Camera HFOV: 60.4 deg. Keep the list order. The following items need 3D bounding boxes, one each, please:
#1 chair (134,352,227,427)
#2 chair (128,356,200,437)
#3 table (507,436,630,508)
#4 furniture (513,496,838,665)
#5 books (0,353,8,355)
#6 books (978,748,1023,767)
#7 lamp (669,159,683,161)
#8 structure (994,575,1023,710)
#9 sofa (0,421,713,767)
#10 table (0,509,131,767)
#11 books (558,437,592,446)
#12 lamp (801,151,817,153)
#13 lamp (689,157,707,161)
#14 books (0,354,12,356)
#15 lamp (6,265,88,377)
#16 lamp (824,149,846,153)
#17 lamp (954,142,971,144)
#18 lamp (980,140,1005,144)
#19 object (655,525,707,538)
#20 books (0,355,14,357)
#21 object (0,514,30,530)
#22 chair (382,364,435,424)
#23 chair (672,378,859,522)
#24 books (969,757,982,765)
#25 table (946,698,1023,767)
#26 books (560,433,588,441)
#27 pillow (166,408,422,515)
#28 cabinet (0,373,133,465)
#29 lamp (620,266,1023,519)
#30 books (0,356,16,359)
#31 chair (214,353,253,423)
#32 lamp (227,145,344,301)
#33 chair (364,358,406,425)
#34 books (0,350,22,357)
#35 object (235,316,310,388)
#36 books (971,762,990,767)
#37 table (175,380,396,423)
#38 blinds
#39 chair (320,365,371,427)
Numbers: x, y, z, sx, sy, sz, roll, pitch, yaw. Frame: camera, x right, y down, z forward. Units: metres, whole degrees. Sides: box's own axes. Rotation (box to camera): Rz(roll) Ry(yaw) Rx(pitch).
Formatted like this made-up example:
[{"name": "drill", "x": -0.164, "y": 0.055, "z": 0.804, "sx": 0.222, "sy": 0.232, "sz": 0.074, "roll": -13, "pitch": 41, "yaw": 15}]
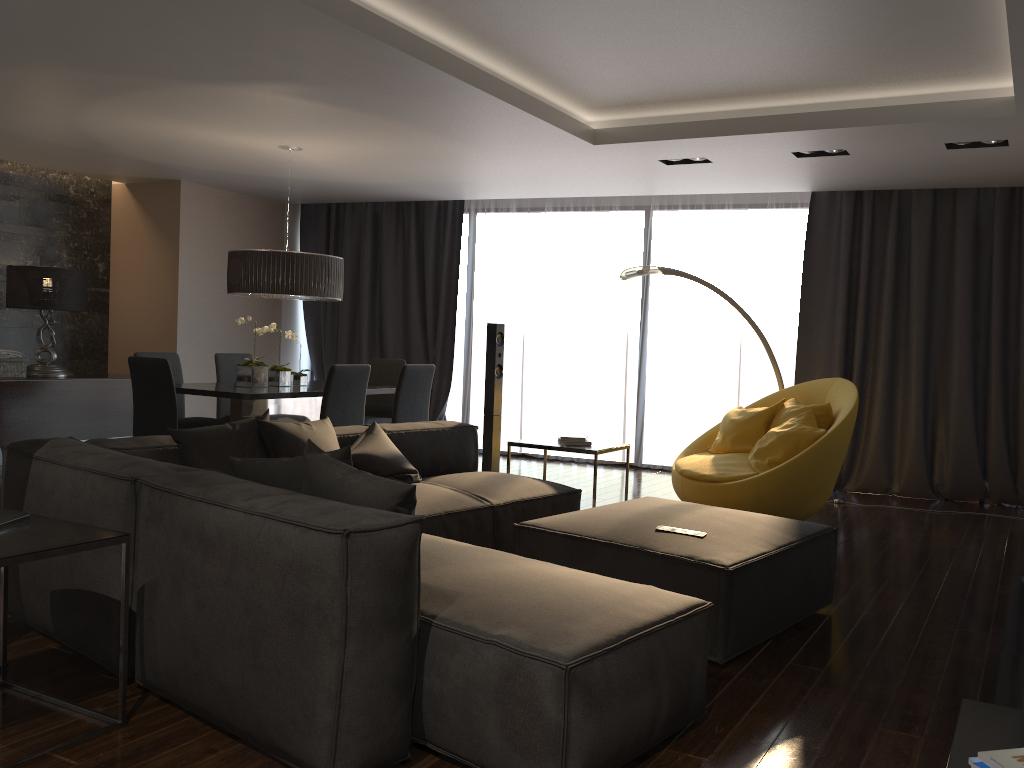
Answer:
[{"name": "chair", "x": -2.450, "y": 0.260, "z": 6.481, "sx": 0.547, "sy": 0.964, "sz": 0.447, "roll": 3, "pitch": 2, "yaw": 29}, {"name": "chair", "x": -2.151, "y": 0.309, "z": 5.757, "sx": 0.409, "sy": 0.964, "sz": 0.598, "roll": 3, "pitch": 2, "yaw": 30}, {"name": "table", "x": 0.338, "y": 0.636, "z": 5.325, "sx": 0.574, "sy": 0.562, "sz": 0.471, "roll": 4, "pitch": 3, "yaw": 29}, {"name": "furniture", "x": 0.739, "y": 0.780, "z": 3.893, "sx": 1.037, "sy": 0.439, "sz": 1.156, "roll": 5, "pitch": 3, "yaw": 39}, {"name": "books", "x": -4.297, "y": -0.256, "z": 7.237, "sx": 0.262, "sy": 0.011, "sz": 0.307, "roll": 1, "pitch": 3, "yaw": -19}, {"name": "books", "x": 0.855, "y": 0.551, "z": 1.199, "sx": 0.327, "sy": 0.011, "sz": 0.247, "roll": 2, "pitch": 3, "yaw": -12}, {"name": "lamp", "x": 1.170, "y": -1.646, "z": 6.345, "sx": 0.170, "sy": 0.077, "sz": 0.184, "roll": 4, "pitch": 3, "yaw": 24}, {"name": "structure", "x": 1.928, "y": 0.208, "z": 2.927, "sx": 0.459, "sy": 1.765, "sz": 3.018, "roll": 3, "pitch": 3, "yaw": 31}, {"name": "sofa", "x": -0.252, "y": 0.620, "z": 3.639, "sx": 2.592, "sy": 0.703, "sz": 2.619, "roll": 5, "pitch": 4, "yaw": 39}, {"name": "table", "x": -1.484, "y": 0.699, "z": 2.473, "sx": 0.574, "sy": 0.562, "sz": 0.471, "roll": 4, "pitch": 3, "yaw": 29}, {"name": "books", "x": 0.376, "y": 0.346, "z": 5.302, "sx": 0.166, "sy": 0.023, "sz": 0.226, "roll": 2, "pitch": 3, "yaw": -10}, {"name": "lamp", "x": 1.989, "y": -1.590, "z": 5.921, "sx": 0.186, "sy": 0.077, "sz": 0.167, "roll": 0, "pitch": 4, "yaw": -42}, {"name": "lamp", "x": 1.323, "y": -1.635, "z": 6.266, "sx": 0.167, "sy": 0.077, "sz": 0.186, "roll": 5, "pitch": 4, "yaw": 41}, {"name": "books", "x": -4.295, "y": -0.245, "z": 7.246, "sx": 0.264, "sy": 0.011, "sz": 0.305, "roll": 1, "pitch": 3, "yaw": -24}, {"name": "lamp", "x": -4.035, "y": -0.536, "z": 7.632, "sx": 0.623, "sy": 0.933, "sz": 0.562, "roll": 1, "pitch": 3, "yaw": -34}, {"name": "lamp", "x": 2.142, "y": -1.580, "z": 5.842, "sx": 0.167, "sy": 0.077, "sz": 0.186, "roll": 5, "pitch": 4, "yaw": 41}, {"name": "lamp", "x": 2.809, "y": -1.535, "z": 5.496, "sx": 0.186, "sy": 0.077, "sz": 0.167, "roll": 0, "pitch": 4, "yaw": -42}, {"name": "lamp", "x": 2.962, "y": -1.524, "z": 5.417, "sx": 0.167, "sy": 0.077, "sz": 0.186, "roll": 5, "pitch": 4, "yaw": 41}, {"name": "object", "x": 0.680, "y": 0.594, "z": 3.543, "sx": 0.199, "sy": 0.015, "sz": 0.053, "roll": 4, "pitch": 3, "yaw": 27}, {"name": "books", "x": -4.286, "y": -0.235, "z": 7.264, "sx": 0.264, "sy": 0.011, "sz": 0.305, "roll": 1, "pitch": 3, "yaw": -24}, {"name": "object", "x": -1.593, "y": 0.268, "z": 2.490, "sx": 0.286, "sy": 0.287, "sz": 0.283, "roll": 2, "pitch": 2, "yaw": -1}, {"name": "chair", "x": -0.918, "y": 0.324, "z": 6.513, "sx": 0.547, "sy": 0.964, "sz": 0.447, "roll": 3, "pitch": 2, "yaw": 29}, {"name": "chair", "x": 1.684, "y": 0.441, "z": 5.942, "sx": 1.148, "sy": 1.005, "sz": 1.504, "roll": 2, "pitch": 3, "yaw": -4}, {"name": "books", "x": 0.846, "y": 0.572, "z": 1.211, "sx": 0.324, "sy": 0.011, "sz": 0.249, "roll": 2, "pitch": 3, "yaw": -7}, {"name": "table", "x": 0.820, "y": 0.858, "z": 1.206, "sx": 0.430, "sy": 0.562, "sz": 0.628, "roll": 4, "pitch": 3, "yaw": 30}, {"name": "books", "x": 0.375, "y": 0.322, "z": 5.316, "sx": 0.154, "sy": 0.022, "sz": 0.207, "roll": 3, "pitch": 3, "yaw": 6}, {"name": "pillow", "x": -0.901, "y": 0.346, "z": 3.513, "sx": 1.074, "sy": 0.430, "sz": 2.067, "roll": 2, "pitch": 3, "yaw": -7}, {"name": "cabinet", "x": -3.858, "y": -0.466, "z": 4.400, "sx": 4.250, "sy": 2.499, "sz": 7.238, "roll": 4, "pitch": 3, "yaw": 30}, {"name": "lamp", "x": 2.917, "y": 0.068, "z": 6.729, "sx": 4.191, "sy": 1.778, "sz": 0.587, "roll": 3, "pitch": 2, "yaw": 6}, {"name": "books", "x": -4.286, "y": -0.224, "z": 7.248, "sx": 0.260, "sy": 0.011, "sz": 0.310, "roll": 2, "pitch": 3, "yaw": -14}, {"name": "chair", "x": -2.072, "y": 0.246, "z": 7.110, "sx": 0.547, "sy": 0.964, "sz": 0.447, "roll": 3, "pitch": 2, "yaw": 29}, {"name": "lamp", "x": -1.639, "y": -1.184, "z": 6.444, "sx": 0.846, "sy": 1.102, "sz": 0.763, "roll": 1, "pitch": 3, "yaw": -37}, {"name": "chair", "x": -1.215, "y": 0.274, "z": 7.274, "sx": 0.409, "sy": 0.964, "sz": 0.598, "roll": 3, "pitch": 2, "yaw": 30}, {"name": "books", "x": -4.294, "y": -0.273, "z": 7.316, "sx": 0.305, "sy": 0.109, "sz": 0.288, "roll": 5, "pitch": 3, "yaw": 39}, {"name": "object", "x": -1.764, "y": -0.238, "z": 6.426, "sx": 0.297, "sy": 0.501, "sz": 0.598, "roll": 3, "pitch": 3, "yaw": 27}, {"name": "books", "x": 0.846, "y": 0.562, "z": 1.202, "sx": 0.329, "sy": 0.011, "sz": 0.245, "roll": 2, "pitch": 3, "yaw": -17}, {"name": "table", "x": -1.679, "y": 0.395, "z": 6.504, "sx": 0.994, "sy": 0.760, "sz": 1.676, "roll": 4, "pitch": 3, "yaw": 30}, {"name": "blinds", "x": 1.047, "y": -0.632, "z": 8.199, "sx": 7.238, "sy": 2.892, "sz": 0.774, "roll": 3, "pitch": 2, "yaw": 20}, {"name": "chair", "x": -1.296, "y": 0.339, "z": 5.884, "sx": 0.547, "sy": 0.964, "sz": 0.447, "roll": 3, "pitch": 2, "yaw": 29}]
